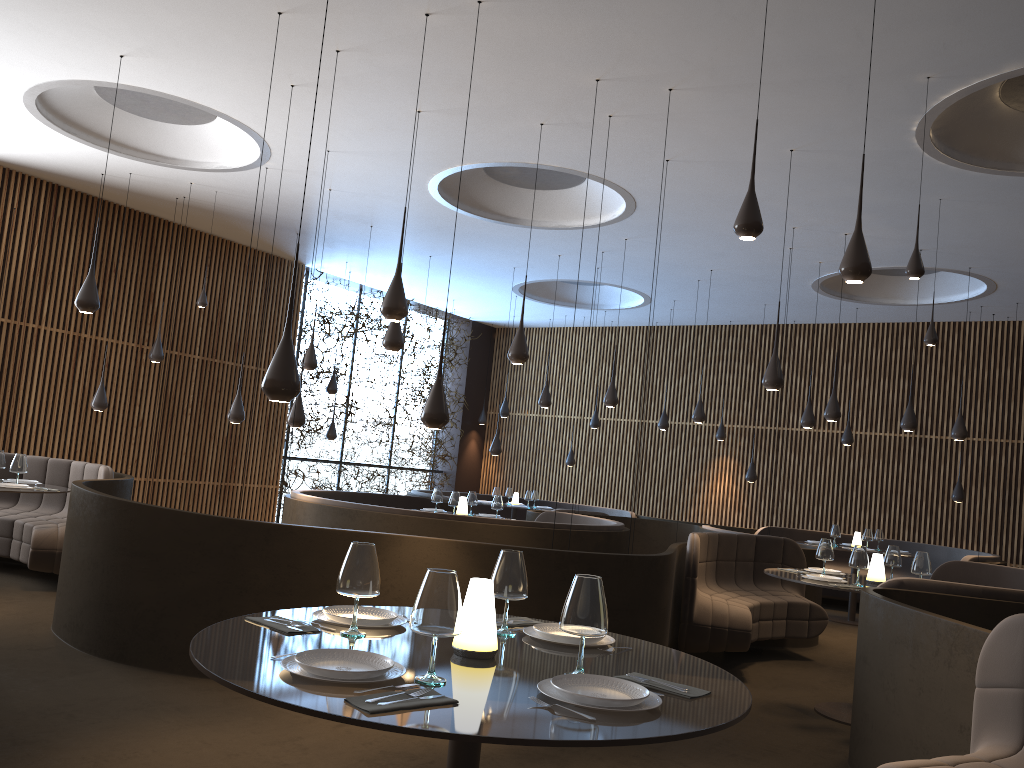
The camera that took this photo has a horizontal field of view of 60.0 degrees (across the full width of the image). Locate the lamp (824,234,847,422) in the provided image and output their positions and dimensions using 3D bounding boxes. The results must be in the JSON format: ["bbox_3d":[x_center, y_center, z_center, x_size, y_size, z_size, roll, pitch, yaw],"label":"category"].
[{"bbox_3d":[3.841,-0.668,10.412,0.196,2.220,0.196,7,-4,-19],"label":"lamp"}]

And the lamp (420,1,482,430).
[{"bbox_3d":[-0.373,-1.169,6.005,0.196,2.955,0.196,2,-5,40],"label":"lamp"}]

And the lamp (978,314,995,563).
[{"bbox_3d":[5.131,2.319,9.796,0.196,6.264,0.196,7,-4,-10],"label":"lamp"}]

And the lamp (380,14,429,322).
[{"bbox_3d":[-0.720,-1.543,6.272,0.196,2.220,0.196,7,-4,-20],"label":"lamp"}]

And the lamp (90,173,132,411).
[{"bbox_3d":[-4.868,-1.140,10.862,0.196,2.955,0.196,4,-4,20],"label":"lamp"}]

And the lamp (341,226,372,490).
[{"bbox_3d":[-2.268,0.919,12.096,0.196,6.264,0.196,7,-4,-10],"label":"lamp"}]

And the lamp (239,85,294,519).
[{"bbox_3d":[-2.256,0.473,7.607,0.196,6.264,0.196,2,-5,40],"label":"lamp"}]

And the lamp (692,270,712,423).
[{"bbox_3d":[2.776,-0.546,12.754,0.196,2.220,0.196,7,-4,-19],"label":"lamp"}]

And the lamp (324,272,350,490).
[{"bbox_3d":[-3.156,1.149,15.302,0.196,6.264,0.196,8,-5,-29],"label":"lamp"}]

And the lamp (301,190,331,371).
[{"bbox_3d":[-2.326,-1.262,10.717,0.196,2.220,0.196,3,-5,30],"label":"lamp"}]

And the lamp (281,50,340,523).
[{"bbox_3d":[-1.706,0.453,6.846,0.196,6.264,0.196,2,-5,40],"label":"lamp"}]

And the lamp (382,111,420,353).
[{"bbox_3d":[-0.964,-1.391,8.040,0.196,2.220,0.196,2,-5,40],"label":"lamp"}]

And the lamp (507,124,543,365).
[{"bbox_3d":[0.161,-1.280,8.048,0.196,2.220,0.196,3,-5,30],"label":"lamp"}]

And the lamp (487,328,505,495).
[{"bbox_3d":[-0.470,1.812,19.210,0.196,6.264,0.196,8,-5,-29],"label":"lamp"}]

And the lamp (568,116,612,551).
[{"bbox_3d":[0.547,0.753,7.568,0.196,6.264,0.196,8,-5,-29],"label":"lamp"}]

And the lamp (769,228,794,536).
[{"bbox_3d":[3.008,1.268,10.227,0.196,6.264,0.196,7,-4,-19],"label":"lamp"}]

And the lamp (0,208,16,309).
[{"bbox_3d":[-6.249,1.013,10.350,0.196,6.264,0.196,5,-4,10],"label":"lamp"}]

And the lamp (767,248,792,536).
[{"bbox_3d":[3.241,1.378,11.094,0.196,6.264,0.196,7,-4,-19],"label":"lamp"}]

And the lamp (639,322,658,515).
[{"bbox_3d":[2.518,1.904,17.104,0.196,6.264,0.196,8,-5,-30],"label":"lamp"}]

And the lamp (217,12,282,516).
[{"bbox_3d":[-2.033,0.368,6.327,0.196,6.264,0.196,7,-4,-19],"label":"lamp"}]

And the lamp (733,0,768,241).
[{"bbox_3d":[1.125,-1.391,4.006,0.132,1.496,0.132,2,-5,40],"label":"lamp"}]

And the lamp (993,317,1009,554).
[{"bbox_3d":[7.453,2.061,13.655,0.196,6.264,0.196,8,-5,-30],"label":"lamp"}]

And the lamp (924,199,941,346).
[{"bbox_3d":[4.284,-1.135,8.967,0.133,1.506,0.133,3,-5,30],"label":"lamp"}]

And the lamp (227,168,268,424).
[{"bbox_3d":[-2.973,-1.023,10.107,0.196,2.955,0.196,6,-4,-10],"label":"lamp"}]

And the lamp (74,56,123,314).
[{"bbox_3d":[-3.449,-1.698,7.494,0.196,2.220,0.196,7,-4,-19],"label":"lamp"}]

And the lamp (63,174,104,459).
[{"bbox_3d":[-5.451,0.477,10.890,0.196,6.264,0.196,2,-6,43],"label":"lamp"}]

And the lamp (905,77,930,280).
[{"bbox_3d":[2.992,-1.511,6.479,0.133,1.506,0.133,3,-5,30],"label":"lamp"}]

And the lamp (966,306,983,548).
[{"bbox_3d":[6.764,1.939,13.140,0.196,6.264,0.196,9,-5,-39],"label":"lamp"}]

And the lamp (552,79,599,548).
[{"bbox_3d":[0.371,0.668,6.893,0.196,6.264,0.196,4,-4,20],"label":"lamp"}]

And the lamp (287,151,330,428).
[{"bbox_3d":[-2.103,-1.013,9.323,0.196,2.955,0.196,6,-4,0],"label":"lamp"}]

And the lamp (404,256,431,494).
[{"bbox_3d":[-1.581,1.131,13.514,0.196,6.264,0.196,7,-4,-10],"label":"lamp"}]

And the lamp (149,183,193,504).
[{"bbox_3d":[-4.338,0.589,10.891,0.196,6.264,0.196,8,-5,-27],"label":"lamp"}]

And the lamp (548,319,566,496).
[{"bbox_3d":[0.755,1.754,17.388,0.196,6.264,0.196,9,-5,-39],"label":"lamp"}]

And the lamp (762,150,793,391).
[{"bbox_3d":[2.459,-1.045,8.067,0.196,2.220,0.196,7,-4,-10],"label":"lamp"}]

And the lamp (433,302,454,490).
[{"bbox_3d":[-1.440,1.483,16.906,0.196,6.264,0.196,8,-5,-29],"label":"lamp"}]

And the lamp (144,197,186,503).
[{"bbox_3d":[-4.672,0.622,11.561,0.196,6.264,0.196,2,-6,43],"label":"lamp"}]

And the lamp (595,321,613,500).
[{"bbox_3d":[1.684,1.857,17.479,0.196,6.264,0.196,9,-5,-39],"label":"lamp"}]

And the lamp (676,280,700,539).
[{"bbox_3d":[2.537,1.528,13.314,0.196,6.264,0.196,9,-5,-40],"label":"lamp"}]

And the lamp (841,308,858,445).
[{"bbox_3d":[5.465,-0.124,14.242,0.196,2.220,0.196,5,-4,10],"label":"lamp"}]

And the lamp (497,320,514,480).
[{"bbox_3d":[-0.273,1.712,18.008,0.196,6.264,0.196,8,-5,-29],"label":"lamp"}]

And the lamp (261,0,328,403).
[{"bbox_3d":[-1.022,-1.378,4.569,0.196,2.955,0.196,7,-4,-19],"label":"lamp"}]

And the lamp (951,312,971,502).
[{"bbox_3d":[6.984,0.344,13.692,0.196,2.955,0.196,4,-4,20],"label":"lamp"}]

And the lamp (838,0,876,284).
[{"bbox_3d":[1.737,-1.351,4.333,0.153,1.733,0.153,6,-4,0],"label":"lamp"}]

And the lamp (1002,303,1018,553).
[{"bbox_3d":[7.061,1.927,12.713,0.196,6.264,0.196,9,-5,-39],"label":"lamp"}]

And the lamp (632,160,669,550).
[{"bbox_3d":[1.212,0.912,8.484,0.196,6.264,0.196,7,-4,-20],"label":"lamp"}]

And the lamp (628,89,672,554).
[{"bbox_3d":[0.963,0.732,6.931,0.196,6.264,0.196,4,-4,20],"label":"lamp"}]

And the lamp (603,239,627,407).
[{"bbox_3d":[1.389,-0.803,11.586,0.196,2.220,0.196,7,-4,-19],"label":"lamp"}]

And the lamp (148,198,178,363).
[{"bbox_3d":[-4.601,-1.388,11.801,0.196,2.220,0.196,8,-5,-29],"label":"lamp"}]

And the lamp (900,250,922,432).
[{"bbox_3d":[4.879,-0.534,10.736,0.196,2.220,0.196,3,-5,30],"label":"lamp"}]

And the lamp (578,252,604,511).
[{"bbox_3d":[0.960,1.258,12.208,0.196,6.264,0.196,7,-4,-19],"label":"lamp"}]

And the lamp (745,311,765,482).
[{"bbox_3d":[4.069,0.145,14.659,0.196,2.955,0.196,4,-4,20],"label":"lamp"}]

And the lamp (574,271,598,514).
[{"bbox_3d":[0.984,1.356,13.169,0.196,6.264,0.196,7,-4,-19],"label":"lamp"}]

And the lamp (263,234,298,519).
[{"bbox_3d":[-3.498,0.879,12.937,0.196,6.264,0.196,5,-4,10],"label":"lamp"}]

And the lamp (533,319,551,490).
[{"bbox_3d":[0.468,1.779,17.934,0.196,6.264,0.196,4,-4,20],"label":"lamp"}]
